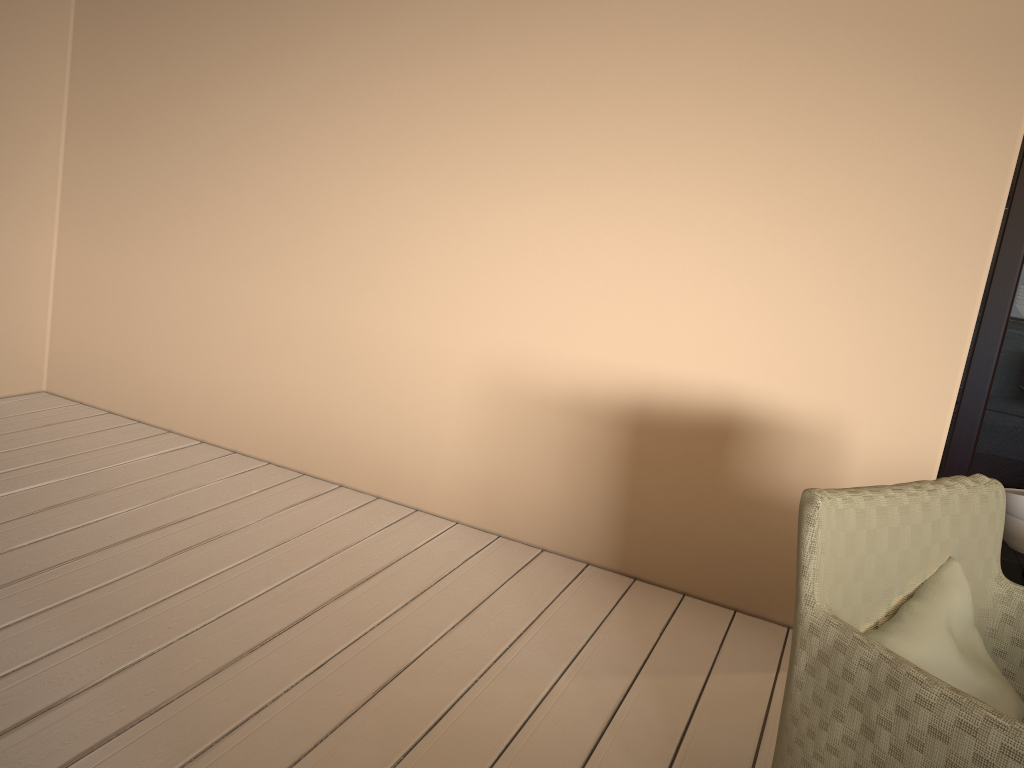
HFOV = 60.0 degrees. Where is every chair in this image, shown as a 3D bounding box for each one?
[{"bbox_3d":[0.723,0.608,1.349,0.563,0.796,0.565,3,12,-32],"label":"chair"}]

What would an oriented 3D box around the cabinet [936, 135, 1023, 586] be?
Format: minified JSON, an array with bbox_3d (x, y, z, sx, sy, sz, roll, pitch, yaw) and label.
[{"bbox_3d":[2.438,0.034,2.262,2.496,1.829,0.891,14,11,21],"label":"cabinet"}]

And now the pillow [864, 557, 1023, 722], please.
[{"bbox_3d":[0.695,0.454,1.422,0.248,0.293,0.316,16,13,33],"label":"pillow"}]
